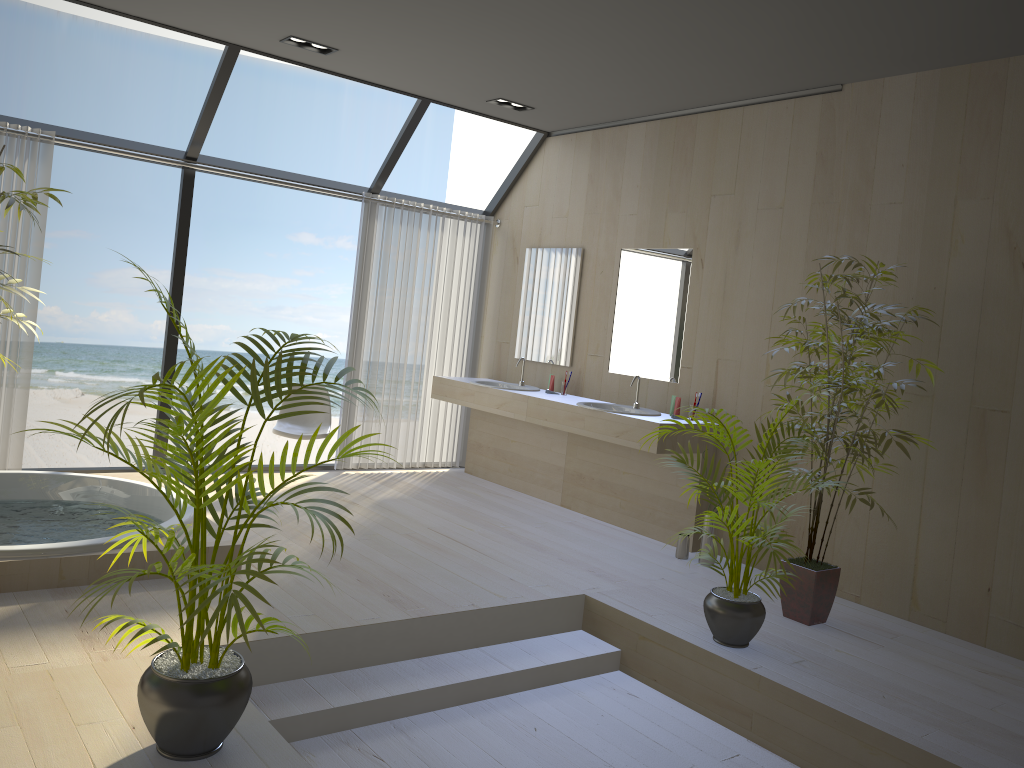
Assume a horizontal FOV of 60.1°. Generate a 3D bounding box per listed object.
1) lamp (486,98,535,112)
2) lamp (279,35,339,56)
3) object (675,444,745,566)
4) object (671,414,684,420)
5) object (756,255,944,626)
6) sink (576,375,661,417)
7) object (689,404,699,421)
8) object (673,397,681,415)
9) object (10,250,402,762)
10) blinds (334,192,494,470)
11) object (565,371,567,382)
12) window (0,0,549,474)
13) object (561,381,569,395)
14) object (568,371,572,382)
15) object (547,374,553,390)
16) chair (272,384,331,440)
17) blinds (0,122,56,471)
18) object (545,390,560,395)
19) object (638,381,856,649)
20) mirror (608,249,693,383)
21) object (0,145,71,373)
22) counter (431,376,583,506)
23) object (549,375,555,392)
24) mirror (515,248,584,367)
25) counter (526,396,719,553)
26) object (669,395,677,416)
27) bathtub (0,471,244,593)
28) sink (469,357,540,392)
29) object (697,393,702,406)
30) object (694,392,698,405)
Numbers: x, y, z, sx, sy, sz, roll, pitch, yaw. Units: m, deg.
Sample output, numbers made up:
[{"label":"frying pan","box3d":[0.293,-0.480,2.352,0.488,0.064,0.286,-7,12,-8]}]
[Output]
[{"label":"lamp","box3d":[-0.005,-1.982,6.125,0.300,0.112,0.165,3,4,-38]},{"label":"lamp","box3d":[-1.189,-2.043,5.209,0.300,0.112,0.165,3,4,-38]},{"label":"object","box3d":[1.188,0.665,5.179,0.275,0.748,0.406,7,2,40]},{"label":"object","box3d":[1.021,0.203,5.383,0.104,0.029,0.033,6,3,3]},{"label":"object","box3d":[1.541,0.259,4.227,0.786,1.755,0.938,6,1,-13]},{"label":"sink","box3d":[0.679,0.146,5.633,0.503,0.419,0.576,4,3,-34]},{"label":"object","box3d":[1.110,0.178,5.421,0.058,0.100,0.059,5,2,-27]},{"label":"object","box3d":[1.020,0.148,5.463,0.039,0.135,0.039,6,1,4]},{"label":"object","box3d":[-0.797,0.333,2.493,0.876,1.344,1.063,7,2,41]},{"label":"blinds","box3d":[-0.750,-0.372,6.936,1.179,2.069,0.084,5,1,-38]},{"label":"object","box3d":[0.382,-0.007,6.346,0.012,0.178,0.050,6,1,1]},{"label":"window","box3d":[-1.873,-0.755,5.791,4.550,2.811,0.748,4,2,-38]},{"label":"object","box3d":[0.379,0.034,6.377,0.058,0.100,0.059,5,2,-31]},{"label":"object","box3d":[0.398,-0.006,6.379,0.053,0.175,0.012,6,1,-12]},{"label":"object","box3d":[0.285,-0.005,6.532,0.039,0.135,0.039,6,1,11]},{"label":"chair","box3d":[-1.414,0.191,6.032,0.368,0.347,0.455,6,3,-9]},{"label":"blinds","box3d":[-3.316,-0.504,4.949,1.179,2.069,0.084,5,1,-38]},{"label":"object","box3d":[0.290,0.059,6.338,0.104,0.029,0.033,6,3,3]},{"label":"object","box3d":[0.946,0.518,3.741,0.915,1.156,0.752,6,2,-4]},{"label":"mirror","box3d":[0.923,-0.472,5.916,0.023,0.868,0.656,6,2,-38]},{"label":"object","box3d":[-2.024,-0.025,2.887,0.786,1.755,0.938,6,1,-13]},{"label":"counter","box3d":[-0.079,0.411,6.649,0.549,0.790,1.210,5,3,-38]},{"label":"object","box3d":[0.289,0.004,6.418,0.039,0.135,0.039,6,1,11]},{"label":"mirror","box3d":[0.274,-0.597,6.720,0.023,0.868,0.656,6,2,-38]},{"label":"counter","box3d":[0.652,0.555,5.693,0.549,0.790,1.210,5,3,-38]},{"label":"object","box3d":[1.016,0.140,5.576,0.039,0.135,0.039,6,1,4]},{"label":"bathtub","box3d":[-2.444,0.664,4.128,1.817,0.698,1.654,3,4,-38]},{"label":"sink","box3d":[-0.053,0.001,6.588,0.503,0.419,0.576,4,3,-34]},{"label":"object","box3d":[1.129,0.139,5.424,0.053,0.175,0.012,6,1,-12]},{"label":"object","box3d":[1.113,0.138,5.391,0.012,0.178,0.050,6,1,1]}]
